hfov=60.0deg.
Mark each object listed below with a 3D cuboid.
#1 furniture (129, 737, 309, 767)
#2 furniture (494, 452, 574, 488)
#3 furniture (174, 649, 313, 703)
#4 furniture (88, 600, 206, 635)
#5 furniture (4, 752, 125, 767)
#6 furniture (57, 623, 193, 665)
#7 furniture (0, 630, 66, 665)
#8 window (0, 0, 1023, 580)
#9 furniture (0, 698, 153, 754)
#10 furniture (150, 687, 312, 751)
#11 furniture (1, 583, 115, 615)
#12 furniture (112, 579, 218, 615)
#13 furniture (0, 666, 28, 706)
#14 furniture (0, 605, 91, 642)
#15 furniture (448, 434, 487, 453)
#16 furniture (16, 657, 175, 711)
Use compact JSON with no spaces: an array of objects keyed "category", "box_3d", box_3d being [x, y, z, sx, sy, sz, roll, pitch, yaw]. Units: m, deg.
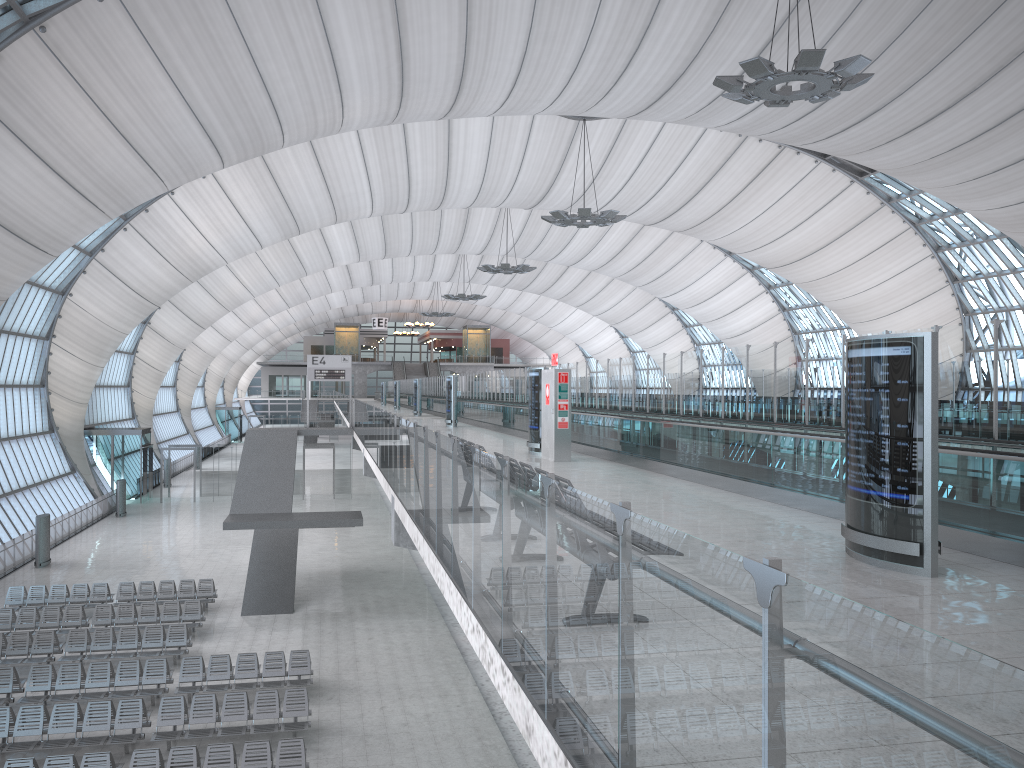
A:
[{"category":"furniture","box_3d":[-4.539,6.048,13.763,2.705,0.913,1.572,0,0,-12]},{"category":"furniture","box_3d":[0.433,1.022,6.428,0.713,0.902,2.520,0,0,-12]},{"category":"furniture","box_3d":[-5.526,6.066,18.463,2.705,0.913,1.572,0,0,-12]},{"category":"furniture","box_3d":[-9.342,6.073,22.791,2.705,0.913,1.572,0,0,-12]},{"category":"furniture","box_3d":[-7.324,6.036,13.179,2.705,0.913,1.572,0,0,-12]},{"category":"furniture","box_3d":[-8.860,6.064,20.493,2.705,0.913,1.572,0,0,-12]},{"category":"furniture","box_3d":[-11.644,6.052,19.908,2.705,0.913,1.572,0,0,-12]},{"category":"window","box_3d":[-4.217,-3.078,77.801,50.537,20.004,167.818,0,0,-12]},{"category":"furniture","box_3d":[-7.817,6.045,15.529,2.705,0.913,1.572,0,0,-12]},{"category":"furniture","box_3d":[-5.033,6.057,16.113,2.705,0.913,1.572,0,0,-12]},{"category":"furniture","box_3d":[-12.670,6.070,24.791,2.705,0.913,1.572,0,0,-12]},{"category":"furniture","box_3d":[-9.885,6.082,25.376,2.705,0.913,1.572,0,0,-12]},{"category":"furniture","box_3d":[-11.096,6.042,17.294,2.705,0.913,1.572,0,0,-12]},{"category":"furniture","box_3d":[-12.127,6.061,22.207,2.705,0.913,1.572,0,0,-12]},{"category":"furniture","box_3d":[-0.171,1.033,9.390,0.713,0.902,2.520,0,0,-12]},{"category":"furniture","box_3d":[-8.311,6.054,17.879,2.705,0.913,1.572,0,0,-12]}]
